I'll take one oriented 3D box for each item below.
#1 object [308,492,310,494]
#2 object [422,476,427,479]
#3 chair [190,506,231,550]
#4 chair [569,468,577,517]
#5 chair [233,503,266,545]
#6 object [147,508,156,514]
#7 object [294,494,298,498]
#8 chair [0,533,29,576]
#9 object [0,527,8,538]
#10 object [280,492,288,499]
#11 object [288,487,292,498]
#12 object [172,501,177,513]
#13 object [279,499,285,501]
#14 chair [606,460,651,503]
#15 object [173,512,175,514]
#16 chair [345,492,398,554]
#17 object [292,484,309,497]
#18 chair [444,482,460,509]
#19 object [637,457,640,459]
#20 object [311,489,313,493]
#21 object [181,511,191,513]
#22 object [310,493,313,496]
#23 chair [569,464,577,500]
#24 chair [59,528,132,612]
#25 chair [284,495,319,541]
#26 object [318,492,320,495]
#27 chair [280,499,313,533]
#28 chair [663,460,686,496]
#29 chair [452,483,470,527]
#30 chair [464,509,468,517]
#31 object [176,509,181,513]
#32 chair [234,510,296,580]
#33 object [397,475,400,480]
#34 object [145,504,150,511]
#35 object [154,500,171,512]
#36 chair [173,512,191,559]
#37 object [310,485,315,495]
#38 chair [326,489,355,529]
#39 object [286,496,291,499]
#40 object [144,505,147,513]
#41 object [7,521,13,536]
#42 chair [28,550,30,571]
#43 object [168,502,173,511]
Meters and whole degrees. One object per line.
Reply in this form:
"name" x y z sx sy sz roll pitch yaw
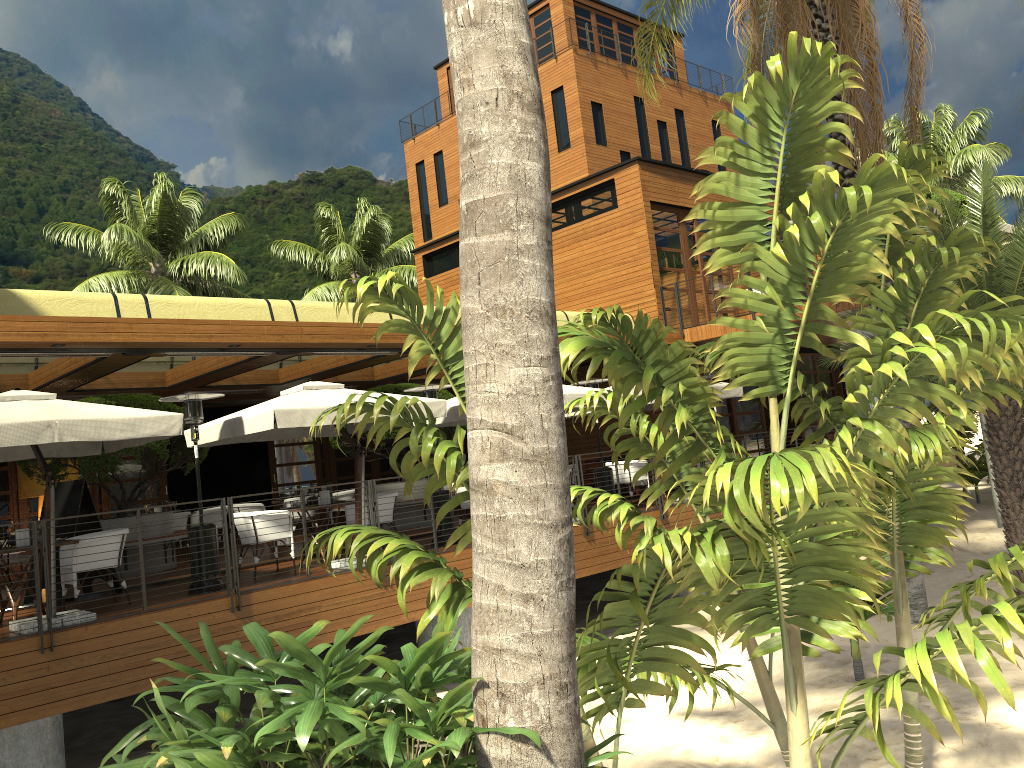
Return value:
"object" -4.118 2.233 17.889 0.086 0.086 0.086 -8 -6 19
"object" -1.961 2.117 20.081 0.168 0.179 0.163 -7 -5 9
"chair" -5.414 2.632 16.004 0.617 0.789 0.626 -3 -7 -37
"chair" 0.652 1.758 13.985 0.617 0.789 0.626 -2 -7 -42
"chair" -5.096 2.694 17.206 0.617 0.789 0.626 -4 -6 -22
"object" -6.222 2.215 15.283 0.163 0.179 0.167 -3 -6 -32
"object" -4.221 2.198 17.320 0.086 0.086 0.086 -8 -6 19
"chair" -8.059 2.812 14.471 0.627 0.789 0.615 -5 -6 -12
"object" -7.753 2.242 13.471 0.163 0.179 0.167 -6 -5 -5
"object" -4.552 2.223 17.719 0.163 0.179 0.167 -4 -6 -23
"object" -4.329 2.140 17.358 0.082 0.227 0.082 -3 -7 -32
"object" -5.926 2.179 15.596 0.082 0.227 0.082 -3 -7 -33
"object" -4.523 2.271 17.393 0.170 0.025 0.294 -5 -5 -21
"chair" 1.996 1.709 15.276 0.617 0.789 0.626 -2 -7 -42
"object" -6.012 2.288 15.766 0.116 0.065 0.116 -5 -5 -18
"chair" -1.800 1.853 11.692 0.617 0.789 0.626 -2 -7 -42
"object" -4.193 2.130 17.609 0.263 0.264 0.263 -4 -6 -26
"chair" -1.376 2.467 19.677 0.616 0.789 0.626 -7 -5 3
"object" 2.239 1.317 15.762 0.086 0.086 0.086 -2 -7 -43
"object" -4.020 2.147 17.880 0.082 0.227 0.082 -3 -7 -32
"object" -5.895 2.307 15.909 0.170 0.025 0.294 -3 -6 -39
"object" -3.982 2.207 17.631 0.116 0.065 0.116 -5 -5 -22
"chair" 1.041 2.016 17.639 0.616 0.789 0.626 -7 -5 3
"chair" -4.348 1.952 9.309 0.617 0.789 0.626 -2 -7 -42
"chair" -3.947 2.524 16.759 0.628 0.789 0.615 -4 -6 -22
"object" -3.790 2.166 17.538 0.086 0.086 0.086 -9 -6 24
"chair" -4.438 2.711 18.334 0.628 0.789 0.615 -4 -6 -22
"chair" 3.147 1.662 16.319 0.617 0.789 0.626 -2 -7 -42
"chair" -0.499 1.806 12.942 0.617 0.789 0.626 -2 -7 -42
"chair" -0.754 2.241 17.832 0.616 0.789 0.626 -7 -5 3
"object" -5.910 2.260 15.693 0.086 0.086 0.086 -8 -5 10
"chair" -2.994 1.902 10.609 0.617 0.789 0.626 -2 -7 -42
"object" -2.505 2.119 19.665 0.082 0.227 0.082 -6 -6 -5
"object" -6.314 2.207 15.389 0.082 0.227 0.082 -11 -7 39
"object" -6.201 2.202 15.670 0.263 0.264 0.263 -2 -7 -39
"chair" -5.698 2.570 14.862 0.627 0.789 0.615 -3 -7 -37
"object" -3.922 2.103 17.481 0.082 0.227 0.082 -4 -6 -25
"chair" -3.379 2.543 17.792 0.617 0.789 0.626 -4 -6 -22
"object" -4.399 2.246 17.518 0.116 0.065 0.116 -5 -5 -22
"object" -6.502 2.260 15.768 0.082 0.227 0.082 -3 -7 -33
"object" -7.861 2.263 13.890 0.082 0.227 0.082 -6 -6 -2
"chair" -7.111 2.642 13.752 0.617 0.789 0.626 -5 -5 -12
"object" -6.136 2.234 15.961 0.082 0.227 0.082 -2 -7 -38
